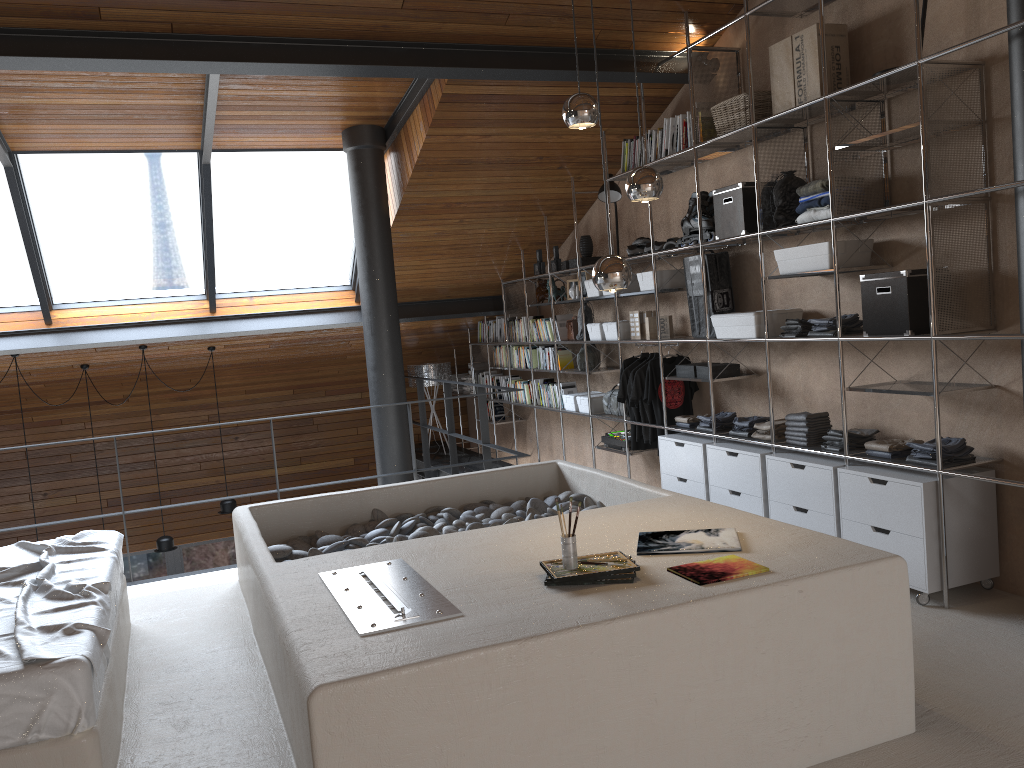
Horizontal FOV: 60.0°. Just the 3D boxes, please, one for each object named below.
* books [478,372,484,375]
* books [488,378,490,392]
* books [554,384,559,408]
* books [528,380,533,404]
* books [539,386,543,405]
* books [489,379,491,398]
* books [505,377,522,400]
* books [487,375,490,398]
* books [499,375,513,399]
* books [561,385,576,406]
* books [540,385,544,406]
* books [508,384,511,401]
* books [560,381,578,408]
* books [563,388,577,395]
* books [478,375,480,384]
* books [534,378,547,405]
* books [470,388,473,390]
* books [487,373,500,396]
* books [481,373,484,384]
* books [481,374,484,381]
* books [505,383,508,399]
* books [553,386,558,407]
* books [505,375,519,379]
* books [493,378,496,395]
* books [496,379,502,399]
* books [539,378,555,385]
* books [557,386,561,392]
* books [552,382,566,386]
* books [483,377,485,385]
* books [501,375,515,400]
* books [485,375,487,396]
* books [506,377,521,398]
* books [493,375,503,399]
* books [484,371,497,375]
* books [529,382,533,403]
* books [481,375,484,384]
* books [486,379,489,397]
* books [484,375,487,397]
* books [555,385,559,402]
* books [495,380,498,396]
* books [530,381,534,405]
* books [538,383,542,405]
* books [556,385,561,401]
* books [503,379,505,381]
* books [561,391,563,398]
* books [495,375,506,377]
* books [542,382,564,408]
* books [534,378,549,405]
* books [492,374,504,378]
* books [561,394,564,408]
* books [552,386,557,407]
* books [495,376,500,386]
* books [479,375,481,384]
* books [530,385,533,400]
[{"bbox_3d":[-0.260,-0.007,9.647,0.207,0.255,0.010,-6,4,-21],"label":"books"},{"bbox_3d":[-0.178,0.036,9.314,0.130,0.208,0.010,-6,4,-21],"label":"books"},{"bbox_3d":[0.475,0.093,7.756,0.191,0.205,0.055,-6,4,-21],"label":"books"},{"bbox_3d":[0.235,0.069,8.285,0.155,0.215,0.055,-6,4,-21],"label":"books"},{"bbox_3d":[0.322,0.097,8.033,0.131,0.180,0.042,-6,4,-21],"label":"books"},{"bbox_3d":[-0.166,0.036,9.305,0.148,0.206,0.018,-6,4,-21],"label":"books"},{"bbox_3d":[0.029,0.043,8.848,0.177,0.217,0.046,-6,4,-21],"label":"books"},{"bbox_3d":[-0.180,0.018,9.362,0.148,0.234,0.013,-6,4,-21],"label":"books"},{"bbox_3d":[-0.044,0.033,9.027,0.148,0.233,0.053,-6,4,-21],"label":"books"},{"bbox_3d":[0.499,0.110,7.620,0.129,0.186,0.050,-6,4,-21],"label":"books"},{"bbox_3d":[0.334,0.087,8.024,0.137,0.201,0.047,-6,4,-21],"label":"books"},{"bbox_3d":[0.023,0.077,8.754,0.111,0.174,0.041,-6,4,-21],"label":"books"},{"bbox_3d":[0.499,0.094,7.637,0.143,0.217,0.066,-6,4,-21],"label":"books"},{"bbox_3d":[0.507,0.120,7.612,0.130,0.166,0.046,-6,4,-21],"label":"books"},{"bbox_3d":[-0.290,0.008,9.624,0.148,0.234,0.013,-6,4,-21],"label":"books"},{"bbox_3d":[0.269,0.069,8.120,0.148,0.233,0.053,-6,4,-21],"label":"books"},{"bbox_3d":[-0.318,0.045,9.758,0.252,0.016,0.182,-6,4,-17],"label":"books"},{"bbox_3d":[-0.188,0.014,9.392,0.146,0.240,0.023,-6,4,-21],"label":"books"},{"bbox_3d":[-0.239,-0.002,9.586,0.192,0.251,0.012,-6,4,-21],"label":"books"},{"bbox_3d":[-0.255,0.010,9.568,0.148,0.234,0.013,-6,4,-21],"label":"books"},{"bbox_3d":[0.000,0.074,8.839,0.119,0.171,0.044,-6,4,-21],"label":"books"},{"bbox_3d":[0.458,0.102,7.764,0.169,0.188,0.058,-6,4,-21],"label":"books"},{"bbox_3d":[0.016,0.033,8.960,0.148,0.233,0.053,-6,4,-21],"label":"books"},{"bbox_3d":[-0.118,0.037,9.164,0.133,0.219,0.058,-6,4,-21],"label":"books"},{"bbox_3d":[-0.081,0.048,9.063,0.148,0.206,0.053,-6,4,-21],"label":"books"},{"bbox_3d":[0.329,0.069,8.053,0.148,0.233,0.053,-6,4,-21],"label":"books"},{"bbox_3d":[0.478,0.106,7.700,0.161,0.187,0.060,-6,4,-21],"label":"books"},{"bbox_3d":[0.463,0.090,7.808,0.207,0.205,0.053,-6,4,-21],"label":"books"},{"bbox_3d":[-0.235,0.024,9.503,0.146,0.210,0.018,-6,4,-21],"label":"books"},{"bbox_3d":[-0.026,0.035,8.982,0.148,0.233,0.053,-6,4,-21],"label":"books"},{"bbox_3d":[-0.209,0.016,9.422,0.148,0.234,0.013,-6,4,-21],"label":"books"},{"bbox_3d":[0.028,0.048,8.815,0.161,0.222,0.055,-6,4,-21],"label":"books"},{"bbox_3d":[-0.109,0.030,9.134,0.143,0.235,0.055,-6,4,-21],"label":"books"},{"bbox_3d":[-0.223,-0.004,9.476,0.143,0.268,0.020,-6,4,-21],"label":"books"},{"bbox_3d":[0.235,0.078,8.265,0.123,0.203,0.054,-6,4,-21],"label":"books"},{"bbox_3d":[-0.245,0.012,9.540,0.161,0.231,0.021,-6,4,-21],"label":"books"},{"bbox_3d":[-0.204,0.035,9.408,0.143,0.199,0.019,-6,4,-21],"label":"books"},{"bbox_3d":[-0.219,0.017,9.432,0.148,0.234,0.013,-6,4,-21],"label":"books"},{"bbox_3d":[0.484,0.094,7.747,0.192,0.202,0.055,-6,4,-21],"label":"books"},{"bbox_3d":[-0.091,0.039,9.093,0.141,0.221,0.055,-6,4,-21],"label":"books"},{"bbox_3d":[0.244,0.075,8.237,0.133,0.218,0.051,-6,4,-21],"label":"books"},{"bbox_3d":[0.319,0.084,8.060,0.149,0.205,0.049,-6,4,-21],"label":"books"},{"bbox_3d":[0.467,0.104,7.728,0.148,0.189,0.053,-6,4,-21],"label":"books"},{"bbox_3d":[0.006,0.046,8.890,0.171,0.218,0.047,-6,4,-21],"label":"books"},{"bbox_3d":[0.496,0.114,7.651,0.148,0.175,0.046,-6,4,-21],"label":"books"},{"bbox_3d":[-0.091,0.030,9.126,0.148,0.233,0.053,-6,4,-21],"label":"books"},{"bbox_3d":[0.379,0.093,7.905,0.136,0.210,0.273,-6,4,-21],"label":"books"},{"bbox_3d":[0.288,0.071,8.075,0.148,0.233,0.053,-6,4,-21],"label":"books"},{"bbox_3d":[-0.139,0.020,9.213,0.131,0.247,0.018,-6,4,-21],"label":"books"},{"bbox_3d":[0.487,0.116,7.663,0.146,0.171,0.054,-6,4,-21],"label":"books"},{"bbox_3d":[0.433,0.103,7.784,0.148,0.189,0.053,-6,4,-21],"label":"books"},{"bbox_3d":[-0.087,0.033,9.079,0.148,0.233,0.053,-6,4,-21],"label":"books"},{"bbox_3d":[-0.264,0.008,9.604,0.169,0.232,0.018,-6,4,-21],"label":"books"},{"bbox_3d":[0.243,0.084,8.250,0.126,0.197,0.047,-6,4,-21],"label":"books"}]
